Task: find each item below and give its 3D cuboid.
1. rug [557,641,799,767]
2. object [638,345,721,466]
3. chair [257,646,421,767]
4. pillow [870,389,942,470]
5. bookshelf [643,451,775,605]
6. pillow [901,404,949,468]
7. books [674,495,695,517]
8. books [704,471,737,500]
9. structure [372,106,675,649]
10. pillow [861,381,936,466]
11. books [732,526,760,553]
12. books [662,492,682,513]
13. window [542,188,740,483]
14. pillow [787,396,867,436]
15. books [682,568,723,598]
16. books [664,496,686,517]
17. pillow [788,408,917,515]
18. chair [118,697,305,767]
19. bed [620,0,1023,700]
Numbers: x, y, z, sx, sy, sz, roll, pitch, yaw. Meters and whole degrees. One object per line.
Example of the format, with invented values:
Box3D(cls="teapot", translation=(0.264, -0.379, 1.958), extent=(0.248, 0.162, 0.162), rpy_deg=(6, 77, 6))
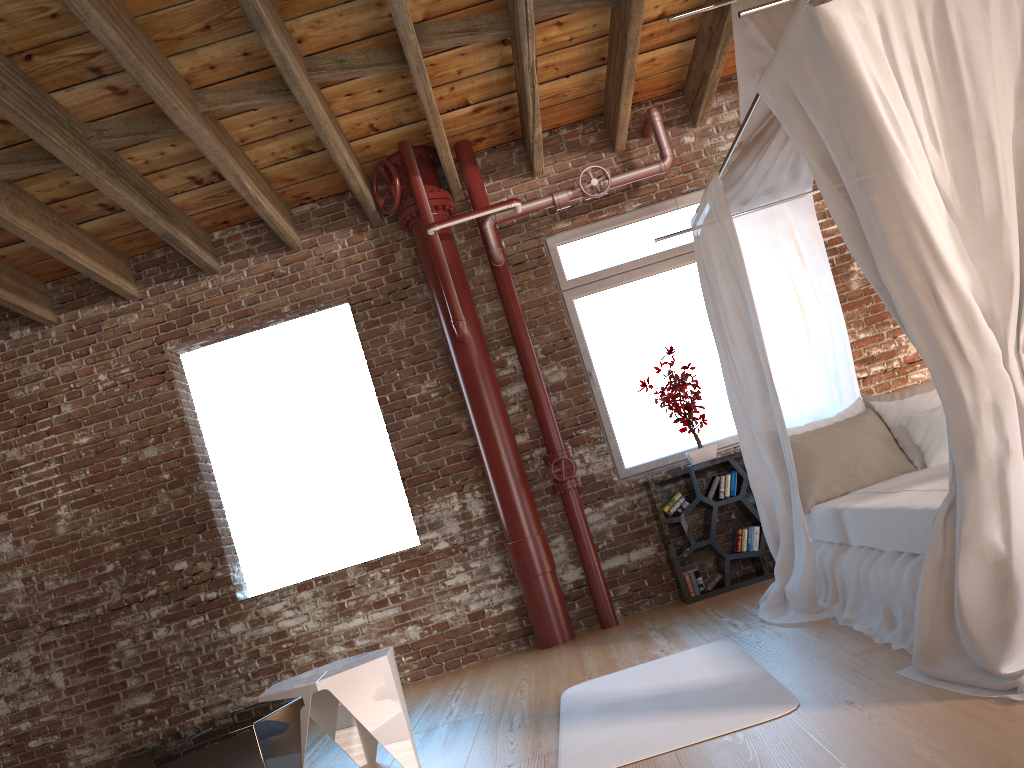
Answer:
Box3D(cls="rug", translation=(0.597, 1.261, 3.563), extent=(0.850, 0.007, 1.462), rpy_deg=(-17, -8, 1))
Box3D(cls="object", translation=(1.110, 0.139, 5.892), extent=(0.411, 0.836, 0.402), rpy_deg=(-17, -4, -5))
Box3D(cls="chair", translation=(-0.706, 1.443, 3.715), extent=(0.624, 0.487, 0.532), rpy_deg=(-13, -7, -36))
Box3D(cls="pillow", translation=(2.233, 0.177, 4.533), extent=(0.604, 0.401, 0.355), rpy_deg=(-17, -5, -3))
Box3D(cls="bookshelf", translation=(1.417, 0.920, 5.867), extent=(0.845, 0.841, 0.297), rpy_deg=(-17, -3, -1))
Box3D(cls="pillow", translation=(2.165, 0.239, 4.357), extent=(0.380, 0.289, 0.219), rpy_deg=(-18, -5, 8))
Box3D(cls="books", translation=(1.128, 0.802, 5.802), extent=(0.155, 0.113, 0.136), rpy_deg=(-17, -6, 0))
Box3D(cls="books", translation=(1.377, 0.678, 5.809), extent=(0.241, 0.165, 0.136), rpy_deg=(-17, -5, -1))
Box3D(cls="structure", translation=(0.442, -0.158, 5.794), extent=(1.975, 3.447, 0.586), rpy_deg=(-17, -3, -1))
Box3D(cls="pillow", translation=(2.233, 0.192, 4.737), extent=(0.624, 0.492, 0.212), rpy_deg=(-17, -4, -1))
Box3D(cls="books", translation=(1.537, 1.020, 5.792), extent=(0.200, 0.180, 0.136), rpy_deg=(-17, -5, 0))
Box3D(cls="books", translation=(1.047, 0.777, 5.804), extent=(0.152, 0.108, 0.136), rpy_deg=(-17, -6, 0))
Box3D(cls="window", translation=(1.074, -0.357, 6.179), extent=(1.329, 1.840, 0.170), rpy_deg=(-17, -3, -1))
Box3D(cls="pillow", translation=(1.685, 0.377, 4.719), extent=(0.625, 0.490, 0.202), rpy_deg=(-17, -4, 0))
Box3D(cls="books", translation=(1.253, 1.284, 5.778), extent=(0.246, 0.159, 0.136), rpy_deg=(-17, -5, -1))
Box3D(cls="books", translation=(1.070, 0.807, 5.802), extent=(0.152, 0.108, 0.136), rpy_deg=(-17, -6, 0))
Box3D(cls="pillow", translation=(1.686, 0.383, 4.521), extent=(0.606, 0.412, 0.364), rpy_deg=(-17, -5, -3))
Box3D(cls="chair", translation=(-0.962, 1.418, 3.031), extent=(0.543, 0.487, 0.612), rpy_deg=(-11, -9, -46))
Box3D(cls="bed", translation=(1.834, -1.110, 3.752), extent=(2.468, 3.863, 2.715), rpy_deg=(-17, -5, 0))
